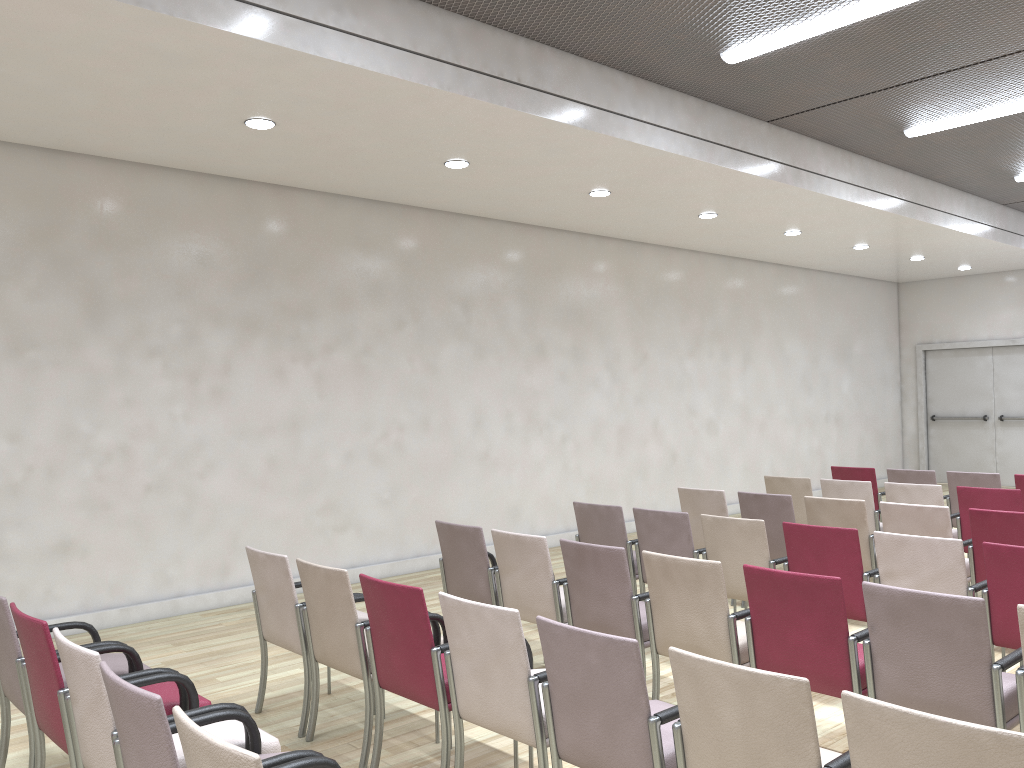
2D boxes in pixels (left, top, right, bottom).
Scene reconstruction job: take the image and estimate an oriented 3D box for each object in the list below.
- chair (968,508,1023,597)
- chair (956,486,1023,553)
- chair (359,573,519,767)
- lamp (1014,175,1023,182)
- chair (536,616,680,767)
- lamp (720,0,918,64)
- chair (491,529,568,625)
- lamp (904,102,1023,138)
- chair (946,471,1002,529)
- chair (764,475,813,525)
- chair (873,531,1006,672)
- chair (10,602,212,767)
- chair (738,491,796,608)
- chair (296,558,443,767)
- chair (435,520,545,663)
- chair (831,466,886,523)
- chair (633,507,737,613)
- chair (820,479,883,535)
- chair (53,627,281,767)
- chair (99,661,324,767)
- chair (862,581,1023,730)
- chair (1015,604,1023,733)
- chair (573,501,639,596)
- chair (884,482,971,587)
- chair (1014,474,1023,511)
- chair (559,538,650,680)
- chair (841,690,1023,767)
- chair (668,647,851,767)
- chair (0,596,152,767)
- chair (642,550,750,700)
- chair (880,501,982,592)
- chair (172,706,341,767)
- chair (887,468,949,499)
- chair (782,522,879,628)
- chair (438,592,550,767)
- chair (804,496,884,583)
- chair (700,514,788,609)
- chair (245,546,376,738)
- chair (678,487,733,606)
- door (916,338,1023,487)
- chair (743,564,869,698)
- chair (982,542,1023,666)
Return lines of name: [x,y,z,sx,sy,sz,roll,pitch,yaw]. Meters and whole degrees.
chair: [3.194,1.203,5.507,0.640,0.890,0.513,0,-1,-43]
chair: [3.748,1.211,6.753,0.640,0.890,0.513,0,-1,-42]
chair: [-0.284,1.254,3.854,0.640,0.890,0.513,0,-1,-42]
lamp: [6.846,-2.360,8.845,0.198,0.045,3.304,0,-1,-42]
chair: [0.458,1.224,3.038,0.640,0.890,0.513,0,-1,-42]
lamp: [2.631,-2.327,5.026,0.198,0.045,3.304,0,-1,-42]
chair: [0.257,1.262,5.083,0.640,0.890,0.513,0,-1,-42]
lamp: [4.766,-2.343,6.961,0.198,0.045,3.304,0,-1,-42]
chair: [4.282,1.219,7.993,0.640,0.890,0.513,-1,-1,-41]
chair: [2.634,1.256,7.976,0.640,0.890,0.513,0,-1,-43]
chair: [2.280,1.210,4.696,0.640,0.890,0.513,0,-1,-42]
chair: [-1.553,1.276,3.439,0.640,0.890,0.513,0,-1,-43]
chair: [2.082,1.248,6.736,0.640,0.890,0.513,0,-1,-43]
chair: [-0.657,1.270,4.268,0.640,0.890,0.513,0,-1,-42]
chair: [-0.098,1.277,5.497,0.640,0.890,0.513,-1,-1,-41]
chair: [3.532,1.249,8.803,0.640,0.890,0.513,0,-1,-42]
chair: [1.176,1.255,5.911,0.640,0.890,0.513,0,-1,-42]
chair: [2.995,1.241,7.562,0.640,0.890,0.513,0,-1,-42]
chair: [-1.178,1.261,3.030,0.640,0.890,0.513,0,-1,-42]
chair: [-0.827,1.246,2.616,0.640,0.890,0.513,0,-1,-42]
chair: [1.735,1.203,3.470,0.640,0.890,0.513,0,-1,-42]
chair: [2.099,1.188,3.055,0.640,0.890,0.513,0,-1,-43]
chair: [0.808,1.270,6.326,0.640,0.890,0.513,0,-1,-43]
chair: [3.370,1.226,7.166,0.640,0.890,0.513,0,-1,-43]
chair: [4.649,1.204,7.575,0.640,0.890,0.513,0,-1,-43]
chair: [0.626,1.247,4.677,0.640,0.890,0.513,0,-1,-41]
chair: [1.190,1.195,2.224,0.640,0.890,0.513,0,-1,-43]
chair: [0.836,1.209,2.638,0.640,0.890,0.513,0,-1,-43]
chair: [-1.922,1.291,3.844,0.640,0.890,0.513,0,-1,-42]
chair: [0.997,1.232,4.264,0.640,0.890,0.513,0,-1,-42]
chair: [2.821,1.218,5.919,0.640,0.890,0.513,0,-1,-42]
chair: [-0.462,1.232,2.218,0.640,0.890,0.513,0,-1,-42]
chair: [3.909,1.234,8.388,0.640,0.890,0.513,0,-1,-42]
chair: [1.922,1.225,5.103,0.640,0.890,0.513,0,-1,-43]
chair: [0.091,1.239,3.458,0.640,0.890,0.513,0,-1,-43]
chair: [2.454,1.233,6.342,0.640,0.890,0.513,0,-1,-43]
chair: [1.541,1.240,5.510,0.640,0.890,0.513,0,-1,-42]
chair: [-1.021,1.284,4.673,0.640,0.890,0.513,0,-1,-42]
chair: [1.708,1.263,7.147,0.640,0.890,0.513,-1,-1,-41]
door: [7.883,0.488,14.509,0.200,2.400,2.373,0,-1,-42]
chair: [1.377,1.217,3.874,0.640,0.890,0.513,0,-1,-43]
chair: [2.639,1.195,4.288,0.640,0.890,0.513,0,-1,-42]
